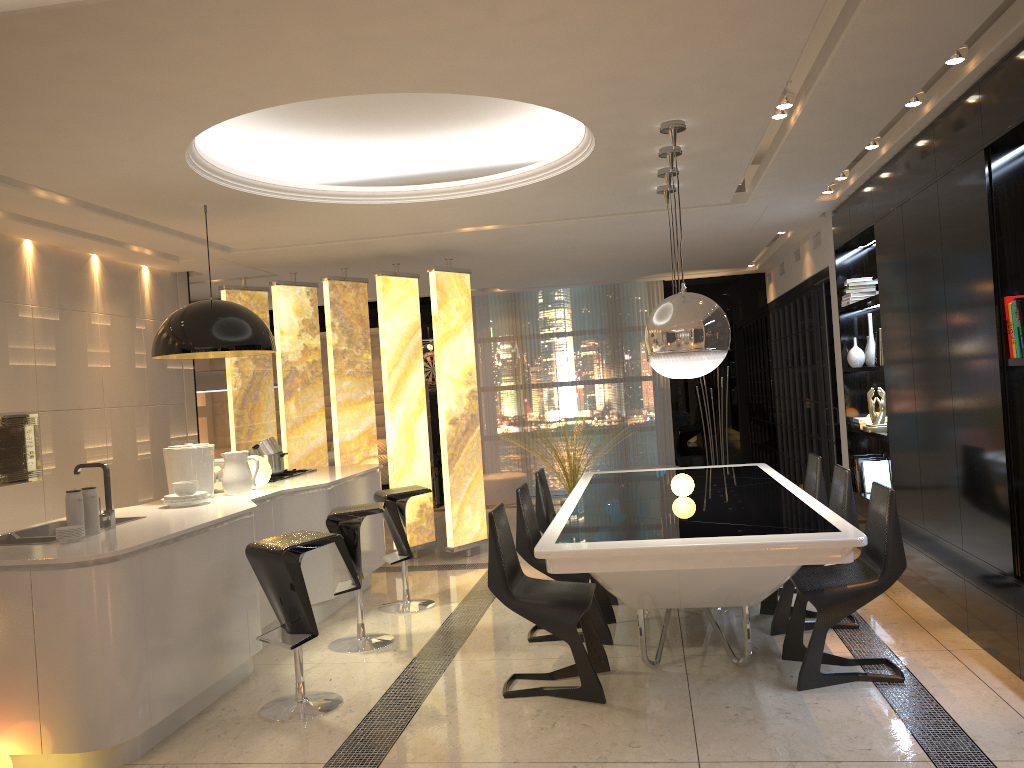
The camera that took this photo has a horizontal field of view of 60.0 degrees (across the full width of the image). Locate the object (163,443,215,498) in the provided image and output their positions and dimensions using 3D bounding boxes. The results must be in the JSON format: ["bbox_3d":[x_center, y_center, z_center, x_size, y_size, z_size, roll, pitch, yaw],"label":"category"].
[{"bbox_3d":[-1.901,0.517,5.242,0.288,0.330,0.288,-4,0,26],"label":"object"}]

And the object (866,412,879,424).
[{"bbox_3d":[2.661,0.268,6.499,0.125,0.125,0.125,-4,0,-42],"label":"object"}]

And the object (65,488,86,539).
[{"bbox_3d":[-1.905,0.565,3.867,0.071,0.219,0.071,-4,0,0],"label":"object"}]

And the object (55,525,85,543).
[{"bbox_3d":[-1.882,0.642,3.778,0.111,0.062,0.111,-4,0,30],"label":"object"}]

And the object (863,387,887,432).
[{"bbox_3d":[2.610,0.181,6.337,0.177,0.311,0.177,-4,0,9],"label":"object"}]

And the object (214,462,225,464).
[{"bbox_3d":[-3.352,0.906,10.219,1.605,0.026,0.028,-4,0,14],"label":"object"}]

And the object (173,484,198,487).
[{"bbox_3d":[-1.813,0.583,4.928,0.138,0.051,0.138,-4,0,-34],"label":"object"}]

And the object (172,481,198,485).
[{"bbox_3d":[-1.814,0.571,4.928,0.138,0.051,0.138,-4,0,-34],"label":"object"}]

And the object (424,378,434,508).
[{"bbox_3d":[-1.029,0.731,10.962,0.027,1.605,0.026,-4,0,-43],"label":"object"}]

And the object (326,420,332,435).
[{"bbox_3d":[-2.680,0.848,12.703,0.390,0.718,0.388,-4,0,0],"label":"object"}]

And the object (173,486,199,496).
[{"bbox_3d":[-1.812,0.600,4.928,0.138,0.051,0.138,-4,0,-34],"label":"object"}]

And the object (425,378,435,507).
[{"bbox_3d":[-1.023,0.730,11.010,0.027,1.605,0.026,-4,0,-43],"label":"object"}]

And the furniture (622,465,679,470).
[{"bbox_3d":[1.676,1.172,10.676,0.735,0.357,0.735,-4,0,-19],"label":"furniture"}]

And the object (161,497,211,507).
[{"bbox_3d":[-1.808,0.657,4.928,0.264,0.033,0.264,-4,0,-22],"label":"object"}]

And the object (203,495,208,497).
[{"bbox_3d":[-1.810,0.638,4.927,0.229,0.016,0.229,-4,0,38],"label":"object"}]

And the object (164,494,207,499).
[{"bbox_3d":[-1.811,0.629,4.927,0.229,0.016,0.229,-4,0,38],"label":"object"}]

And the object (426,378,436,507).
[{"bbox_3d":[-1.015,0.732,11.057,0.027,1.605,0.026,-4,0,-43],"label":"object"}]

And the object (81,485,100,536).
[{"bbox_3d":[-1.889,0.564,3.973,0.071,0.219,0.071,-4,0,-15],"label":"object"}]

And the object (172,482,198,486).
[{"bbox_3d":[-1.814,0.577,4.928,0.138,0.051,0.138,-4,0,-34],"label":"object"}]

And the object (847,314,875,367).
[{"bbox_3d":[2.642,-0.326,6.711,0.210,0.395,0.180,-4,0,12],"label":"object"}]

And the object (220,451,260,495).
[{"bbox_3d":[-1.650,0.537,5.371,0.211,0.254,0.183,-4,0,-29],"label":"object"}]

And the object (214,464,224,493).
[{"bbox_3d":[-1.849,0.592,5.560,0.211,0.174,0.211,-4,0,-34],"label":"object"}]

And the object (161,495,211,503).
[{"bbox_3d":[-1.809,0.651,4.928,0.264,0.033,0.264,-4,0,-22],"label":"object"}]

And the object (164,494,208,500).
[{"bbox_3d":[-1.810,0.634,4.927,0.229,0.016,0.229,-4,0,38],"label":"object"}]

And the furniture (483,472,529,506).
[{"bbox_3d":[-0.159,1.298,11.048,0.735,0.357,0.735,-4,0,11],"label":"furniture"}]

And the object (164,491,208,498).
[{"bbox_3d":[-1.811,0.620,4.927,0.229,0.016,0.229,-4,0,38],"label":"object"}]

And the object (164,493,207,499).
[{"bbox_3d":[-1.811,0.624,4.927,0.229,0.016,0.229,-4,0,38],"label":"object"}]

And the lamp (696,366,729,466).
[{"bbox_3d":[2.467,0.397,10.797,0.418,1.801,0.200,-4,0,9],"label":"lamp"}]

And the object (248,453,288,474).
[{"bbox_3d":[-1.780,0.580,6.427,0.253,0.147,0.266,-4,0,-38],"label":"object"}]

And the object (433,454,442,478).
[{"bbox_3d":[-0.977,1.031,11.177,0.330,0.297,0.032,-4,0,9],"label":"object"}]

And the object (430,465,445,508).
[{"bbox_3d":[-0.974,1.279,11.083,0.261,0.508,0.325,-4,0,9],"label":"object"}]

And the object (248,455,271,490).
[{"bbox_3d":[-1.630,0.557,5.598,0.212,0.214,0.213,-4,0,-31],"label":"object"}]

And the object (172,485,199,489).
[{"bbox_3d":[-1.812,0.594,4.928,0.138,0.051,0.138,-4,0,-34],"label":"object"}]

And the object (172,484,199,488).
[{"bbox_3d":[-1.813,0.588,4.928,0.138,0.051,0.138,-4,0,-34],"label":"object"}]

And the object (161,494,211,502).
[{"bbox_3d":[-1.809,0.644,4.928,0.264,0.033,0.264,-4,0,-22],"label":"object"}]

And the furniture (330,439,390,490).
[{"bbox_3d":[-1.974,1.201,12.287,1.312,0.810,1.107,-4,0,9],"label":"furniture"}]

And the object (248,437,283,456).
[{"bbox_3d":[-1.794,0.495,6.426,0.249,0.212,0.256,-4,0,44],"label":"object"}]

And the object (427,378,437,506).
[{"bbox_3d":[-1.008,0.732,11.104,0.027,1.605,0.026,-4,0,-43],"label":"object"}]

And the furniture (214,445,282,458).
[{"bbox_3d":[-3.855,1.330,12.573,1.312,0.810,1.107,-4,0,9],"label":"furniture"}]
